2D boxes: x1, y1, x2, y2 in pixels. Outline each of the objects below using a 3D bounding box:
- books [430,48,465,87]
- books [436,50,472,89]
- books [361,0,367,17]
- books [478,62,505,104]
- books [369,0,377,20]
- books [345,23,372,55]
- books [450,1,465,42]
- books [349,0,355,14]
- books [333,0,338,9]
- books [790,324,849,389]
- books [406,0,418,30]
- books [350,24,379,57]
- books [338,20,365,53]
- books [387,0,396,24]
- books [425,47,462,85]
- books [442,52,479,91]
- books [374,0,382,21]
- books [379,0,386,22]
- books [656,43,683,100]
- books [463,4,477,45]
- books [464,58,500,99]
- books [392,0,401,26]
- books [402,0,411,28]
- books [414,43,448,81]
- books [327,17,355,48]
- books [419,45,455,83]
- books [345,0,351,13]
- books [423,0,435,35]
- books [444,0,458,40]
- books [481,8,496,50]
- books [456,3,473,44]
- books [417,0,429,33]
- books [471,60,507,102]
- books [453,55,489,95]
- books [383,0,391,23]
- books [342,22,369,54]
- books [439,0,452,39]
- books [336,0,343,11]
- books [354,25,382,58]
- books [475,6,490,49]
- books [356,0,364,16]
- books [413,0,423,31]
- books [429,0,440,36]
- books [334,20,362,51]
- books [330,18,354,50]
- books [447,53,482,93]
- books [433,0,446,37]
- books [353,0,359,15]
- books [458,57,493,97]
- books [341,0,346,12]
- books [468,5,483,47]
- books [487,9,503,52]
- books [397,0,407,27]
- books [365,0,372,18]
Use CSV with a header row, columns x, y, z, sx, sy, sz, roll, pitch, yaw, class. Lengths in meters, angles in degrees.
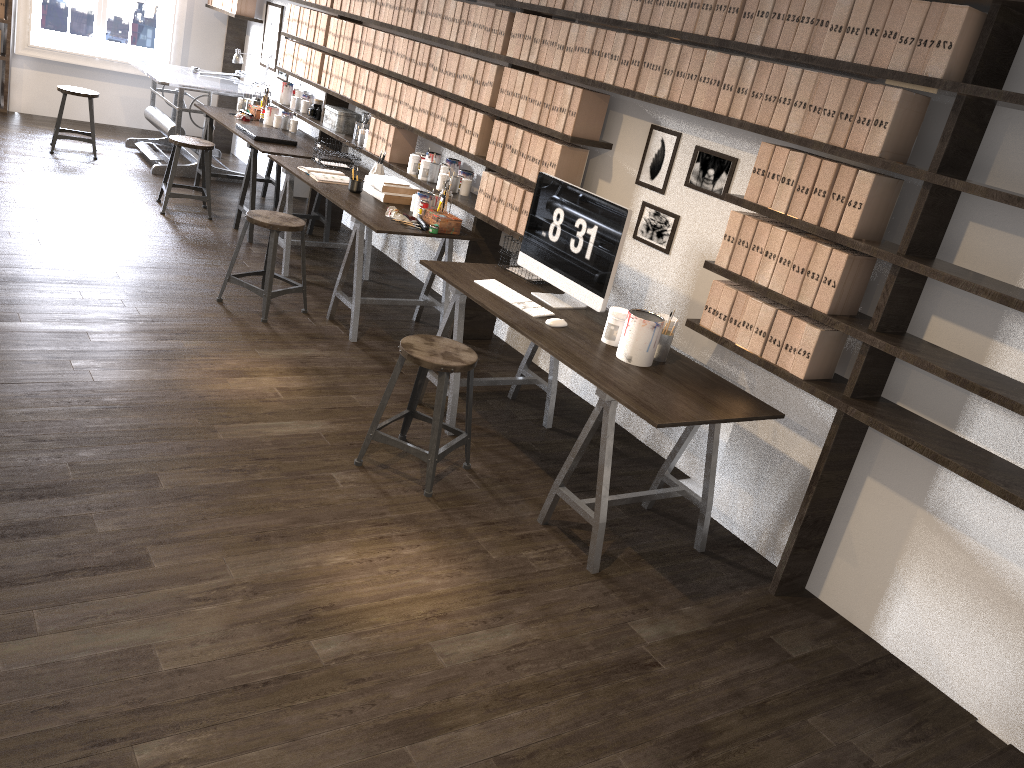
x,y,z,sx,sy,sz,roll,pitch,yaw,class
-0.377,-1.859,5.261,0.174,0.222,0.068,-1,24,-36,books
-0.336,-1.829,5.210,0.174,0.222,0.068,-1,24,-36,books
-0.917,-2.587,6.019,0.174,0.222,0.068,-1,24,-36,books
-0.080,-1.628,4.855,0.174,0.222,0.068,-1,24,-36,books
-0.847,-2.530,5.916,0.174,0.222,0.068,-1,24,-36,books
-1.062,-2.398,6.213,0.174,0.222,0.068,-1,24,-36,books
-0.247,-2.057,5.080,0.174,0.222,0.068,-1,24,-36,books
-1.026,-2.674,6.174,0.174,0.222,0.068,-1,24,-36,books
-1.183,-2.797,6.393,0.174,0.222,0.068,-1,24,-36,books
1.102,-0.100,3.192,0.174,0.222,0.068,-1,24,-36,books
-0.547,-2.293,5.498,0.174,0.222,0.068,-1,24,-36,books
-1.017,-2.366,6.161,0.174,0.222,0.068,-1,24,-36,books
-1.135,-2.457,6.320,0.174,0.222,0.068,-1,24,-36,books
-0.696,-2.410,5.703,0.174,0.222,0.068,-1,24,-36,books
-0.412,-1.890,5.317,0.174,0.222,0.068,-1,24,-36,books
-0.298,-1.799,5.157,0.174,0.222,0.068,-1,24,-36,books
-0.806,-2.500,5.865,0.174,0.222,0.068,-1,24,-36,books
-0.767,-2.470,5.814,0.174,0.222,0.068,-1,24,-36,books
0.721,-1.303,3.734,0.174,0.222,0.068,-1,24,-36,books
-0.167,-1.998,4.978,0.174,0.222,0.068,-1,24,-36,books
-0.160,-1.688,4.956,0.174,0.222,0.068,-1,24,-36,books
-0.657,-2.379,5.649,0.174,0.222,0.068,-1,24,-36,books
-0.583,-2.325,5.557,0.174,0.222,0.068,-1,24,-36,books
-0.492,-1.953,5.428,0.174,0.222,0.068,-1,24,-36,books
-1.248,-2.545,6.475,0.174,0.222,0.068,-1,24,-36,books
-0.457,-1.921,5.370,0.174,0.222,0.068,-1,24,-36,books
-1.068,-2.704,6.225,0.174,0.222,0.068,-1,24,-36,books
-0.426,-2.202,5.338,0.174,0.222,0.068,-1,24,-36,books
-0.284,-2.088,5.135,0.174,0.222,0.068,-1,24,-36,books
-0.061,-1.909,4.817,0.174,0.222,0.068,-1,24,-36,books
-0.206,-2.028,5.029,0.174,0.222,0.068,-1,24,-36,books
-0.468,-2.232,5.389,0.174,0.222,0.068,-1,24,-36,books
-0.119,-1.658,4.906,0.174,0.222,0.068,-1,24,-36,books
-0.226,-1.742,5.055,0.174,0.222,0.068,-1,24,-36,books
-0.732,-2.441,5.760,0.174,0.222,0.068,-1,24,-36,books
-1.098,-2.429,6.272,0.174,0.222,0.068,-1,24,-36,books
-0.317,-2.115,5.183,0.174,0.222,0.068,-1,24,-36,books
-1.147,-2.766,6.334,0.174,0.222,0.068,-1,24,-36,books
-0.983,-2.336,6.104,0.174,0.222,0.068,-1,24,-36,books
-0.096,-1.938,4.867,0.174,0.222,0.068,-1,24,-36,books
-0.957,-2.615,6.067,0.174,0.222,0.068,-1,24,-36,books
-0.502,-2.262,5.445,0.174,0.222,0.068,-1,24,-36,books
-0.388,-2.172,5.285,0.174,0.222,0.068,-1,24,-36,books
-1.173,-2.484,6.365,0.174,0.222,0.068,-1,24,-36,books
-1.211,-2.515,6.419,0.174,0.222,0.068,-1,24,-36,books
-0.266,-1.771,5.103,0.174,0.222,0.068,-1,24,-36,books
-0.357,-2.143,5.231,0.174,0.222,0.068,-1,24,-36,books
-0.988,-2.644,6.121,0.174,0.222,0.068,-1,24,-36,books
-0.194,-1.716,5.007,0.174,0.222,0.068,-1,24,-36,books
-1.102,-2.734,6.281,0.174,0.222,0.068,-1,24,-36,books
-0.132,-1.968,4.924,0.174,0.222,0.068,-1,24,-36,books
-0.023,-1.883,4.773,0.174,0.222,0.068,-1,24,-36,books
-0.620,-2.353,5.604,0.174,0.222,0.068,-1,24,-36,books
-0.884,-2.560,5.971,0.174,0.222,0.068,-1,24,-36,books
